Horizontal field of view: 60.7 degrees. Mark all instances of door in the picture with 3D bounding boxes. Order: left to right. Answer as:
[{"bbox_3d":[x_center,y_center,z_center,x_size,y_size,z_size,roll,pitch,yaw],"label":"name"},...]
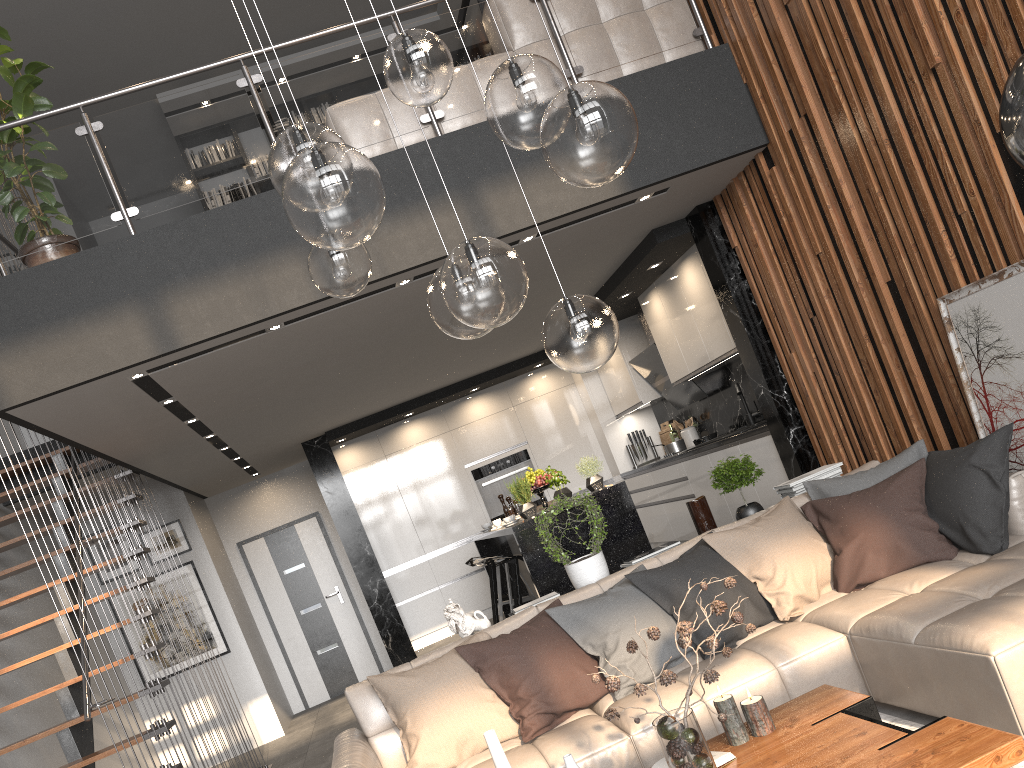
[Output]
[{"bbox_3d":[-2.293,2.603,10.048,0.964,2.083,0.171,-22,2,-10],"label":"door"}]

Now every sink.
[{"bbox_3d":[1.793,0.291,7.100,0.492,0.546,1.131,-22,-5,-13],"label":"sink"}]

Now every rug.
[{"bbox_3d":[0.553,1.539,2.522,2.273,0.020,1.636,-21,-7,-11],"label":"rug"}]

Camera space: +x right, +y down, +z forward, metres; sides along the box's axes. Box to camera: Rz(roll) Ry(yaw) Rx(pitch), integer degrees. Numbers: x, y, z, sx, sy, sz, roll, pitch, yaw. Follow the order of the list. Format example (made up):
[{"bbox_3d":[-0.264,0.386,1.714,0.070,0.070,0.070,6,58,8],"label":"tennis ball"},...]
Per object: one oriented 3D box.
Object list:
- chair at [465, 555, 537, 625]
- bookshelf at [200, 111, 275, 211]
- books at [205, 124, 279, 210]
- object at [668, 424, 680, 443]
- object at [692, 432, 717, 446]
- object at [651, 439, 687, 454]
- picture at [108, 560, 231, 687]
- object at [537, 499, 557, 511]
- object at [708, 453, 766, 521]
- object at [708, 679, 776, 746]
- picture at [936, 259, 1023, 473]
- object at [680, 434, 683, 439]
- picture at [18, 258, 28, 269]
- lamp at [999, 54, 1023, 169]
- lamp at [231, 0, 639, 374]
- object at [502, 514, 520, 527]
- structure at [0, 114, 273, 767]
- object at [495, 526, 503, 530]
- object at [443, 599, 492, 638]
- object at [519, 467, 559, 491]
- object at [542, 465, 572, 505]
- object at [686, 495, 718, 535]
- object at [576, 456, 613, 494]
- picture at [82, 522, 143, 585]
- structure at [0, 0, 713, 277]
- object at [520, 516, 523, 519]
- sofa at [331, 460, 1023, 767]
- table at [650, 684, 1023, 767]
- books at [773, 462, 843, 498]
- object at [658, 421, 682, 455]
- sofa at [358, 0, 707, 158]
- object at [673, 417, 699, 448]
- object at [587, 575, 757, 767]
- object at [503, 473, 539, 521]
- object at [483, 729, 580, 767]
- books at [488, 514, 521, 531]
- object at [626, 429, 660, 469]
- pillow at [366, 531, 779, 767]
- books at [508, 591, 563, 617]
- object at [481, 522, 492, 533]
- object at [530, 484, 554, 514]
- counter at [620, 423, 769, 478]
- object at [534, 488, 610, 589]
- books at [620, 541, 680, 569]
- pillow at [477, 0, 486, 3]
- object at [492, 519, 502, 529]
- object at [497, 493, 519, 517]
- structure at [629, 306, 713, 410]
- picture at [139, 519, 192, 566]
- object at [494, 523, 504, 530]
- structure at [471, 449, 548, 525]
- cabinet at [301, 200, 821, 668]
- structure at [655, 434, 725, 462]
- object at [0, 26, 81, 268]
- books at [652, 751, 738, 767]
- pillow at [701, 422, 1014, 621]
[{"bbox_3d":[-0.003,1.750,7.318,0.429,0.734,1.758,-22,-6,-13],"label":"chair"},{"bbox_3d":[-1.178,-1.772,8.854,3.484,2.518,0.250,-21,1,-10],"label":"bookshelf"},{"bbox_3d":[-1.194,-1.815,8.844,3.402,2.333,0.214,-21,1,-10],"label":"books"},{"bbox_3d":[1.655,0.536,8.821,0.088,0.283,0.082,-22,1,-11],"label":"object"},{"bbox_3d":[1.713,0.510,7.938,0.342,0.060,0.240,-18,-8,-33],"label":"object"},{"bbox_3d":[1.504,0.598,8.298,0.196,0.153,0.357,-21,-6,-22],"label":"object"},{"bbox_3d":[-3.382,2.360,8.628,0.862,0.994,0.025,-22,2,-10],"label":"picture"},{"bbox_3d":[0.297,1.144,8.220,0.287,0.030,0.408,-21,-7,-13],"label":"object"},{"bbox_3d":[1.247,0.586,4.769,0.319,0.408,0.264,-23,-2,38],"label":"object"},{"bbox_3d":[0.720,1.015,2.753,0.153,0.211,0.077,-22,1,0],"label":"object"},{"bbox_3d":[2.225,0.000,3.782,0.100,0.998,0.739,-22,-1,-13],"label":"picture"},{"bbox_3d":[1.683,0.579,8.742,0.178,0.163,0.277,-21,-5,-12],"label":"object"},{"bbox_3d":[-4.763,-1.032,8.524,0.499,0.411,0.025,-21,1,-10],"label":"picture"},{"bbox_3d":[1.569,-0.363,0.711,0.311,2.333,2.096,-23,-1,-36],"label":"lamp"},{"bbox_3d":[-0.905,-2.311,2.292,1.214,4.998,1.246,-22,1,-15],"label":"lamp"},{"bbox_3d":[-0.013,1.056,6.758,0.151,0.070,0.160,-17,-8,-43],"label":"object"},{"bbox_3d":[-3.439,0.424,5.824,1.165,6.049,3.644,-22,-1,-13],"label":"structure"},{"bbox_3d":[-0.047,1.172,7.273,0.225,0.003,0.232,-21,-7,-12],"label":"object"},{"bbox_3d":[-0.221,1.212,4.473,0.209,0.290,0.134,-22,0,8],"label":"object"},{"bbox_3d":[0.182,0.737,6.777,0.342,0.215,0.325,-21,-4,-14],"label":"object"},{"bbox_3d":[0.338,0.738,6.415,0.179,0.312,0.172,-22,0,-1],"label":"object"},{"bbox_3d":[1.036,0.742,4.721,0.108,0.268,0.109,-22,0,-6],"label":"object"},{"bbox_3d":[0.594,0.659,6.489,0.222,0.284,0.211,-22,-1,2],"label":"object"},{"bbox_3d":[-3.911,1.659,8.567,0.405,0.506,0.025,-22,2,-10],"label":"picture"},{"bbox_3d":[-1.172,-1.168,6.234,4.176,0.739,3.433,-21,-7,-11],"label":"structure"},{"bbox_3d":[0.122,1.040,7.031,0.130,0.060,0.071,-21,-4,-11],"label":"object"},{"bbox_3d":[0.847,1.113,3.508,3.209,0.818,1.907,-21,-6,-11],"label":"sofa"},{"bbox_3d":[0.539,1.343,2.397,1.437,0.355,0.912,-21,-6,-11],"label":"table"},{"bbox_3d":[1.643,0.567,4.795,0.329,0.150,0.202,-21,-4,-10],"label":"books"},{"bbox_3d":[1.645,0.555,9.120,0.096,0.330,0.407,-22,-3,-13],"label":"object"},{"bbox_3d":[-0.175,-1.633,5.917,2.252,0.781,2.326,-21,-6,-12],"label":"sofa"},{"bbox_3d":[1.714,0.459,8.496,0.174,0.305,0.159,-22,0,-8],"label":"object"},{"bbox_3d":[0.533,0.837,2.420,0.527,0.603,0.327,-20,-1,-41],"label":"object"},{"bbox_3d":[0.086,0.806,6.389,0.202,0.369,0.181,-22,0,33],"label":"object"},{"bbox_3d":[0.086,1.134,2.482,0.319,0.398,0.318,-22,-2,7],"label":"object"},{"bbox_3d":[-0.058,1.214,7.693,0.319,0.038,0.175,-21,-7,-12],"label":"books"},{"bbox_3d":[1.367,0.673,9.307,0.318,0.373,0.067,-22,1,-10],"label":"object"},{"bbox_3d":[0.353,1.173,3.912,1.919,0.500,0.551,-21,-3,-11],"label":"pillow"},{"bbox_3d":[0.144,1.179,4.562,0.344,0.100,0.197,-21,-5,-11],"label":"books"},{"bbox_3d":[-0.222,1.300,7.960,0.151,0.070,0.160,-17,-8,-43],"label":"object"},{"bbox_3d":[0.239,0.892,6.771,0.379,0.188,0.357,-27,-7,42],"label":"object"},{"bbox_3d":[1.728,0.528,7.667,0.603,0.040,3.517,-21,-7,-13],"label":"counter"},{"bbox_3d":[0.343,0.844,4.594,0.375,0.576,0.221,-22,0,-31],"label":"object"},{"bbox_3d":[0.738,0.946,4.671,0.322,0.099,0.208,-21,-6,-11],"label":"books"},{"bbox_3d":[0.252,-2.088,5.675,0.776,0.546,1.365,-23,-6,18],"label":"pillow"},{"bbox_3d":[-0.117,1.171,7.332,0.079,0.070,0.082,-25,-4,38],"label":"object"},{"bbox_3d":[-0.001,1.124,8.183,0.147,0.283,0.205,-22,-1,-29],"label":"object"},{"bbox_3d":[1.405,-0.268,8.083,0.409,1.030,0.748,-22,-1,-13],"label":"structure"},{"bbox_3d":[-3.425,1.565,8.656,0.405,0.334,0.025,-21,1,-10],"label":"picture"},{"bbox_3d":[-0.108,1.184,7.285,0.134,0.027,0.027,-27,-5,38],"label":"object"},{"bbox_3d":[-0.072,1.165,9.684,0.648,0.632,0.661,-22,-3,-12],"label":"structure"},{"bbox_3d":[0.151,0.619,7.532,3.579,3.237,6.308,-21,-5,-12],"label":"cabinet"},{"bbox_3d":[1.648,0.595,8.090,0.504,0.060,0.611,-21,-7,-12],"label":"structure"},{"bbox_3d":[-2.574,-1.202,4.597,0.782,1.469,0.522,-22,1,9],"label":"object"},{"bbox_3d":[0.489,1.186,2.645,0.334,0.039,0.239,-18,-8,-34],"label":"books"},{"bbox_3d":[1.636,0.676,4.049,1.411,0.548,0.750,-24,-4,19],"label":"pillow"}]
